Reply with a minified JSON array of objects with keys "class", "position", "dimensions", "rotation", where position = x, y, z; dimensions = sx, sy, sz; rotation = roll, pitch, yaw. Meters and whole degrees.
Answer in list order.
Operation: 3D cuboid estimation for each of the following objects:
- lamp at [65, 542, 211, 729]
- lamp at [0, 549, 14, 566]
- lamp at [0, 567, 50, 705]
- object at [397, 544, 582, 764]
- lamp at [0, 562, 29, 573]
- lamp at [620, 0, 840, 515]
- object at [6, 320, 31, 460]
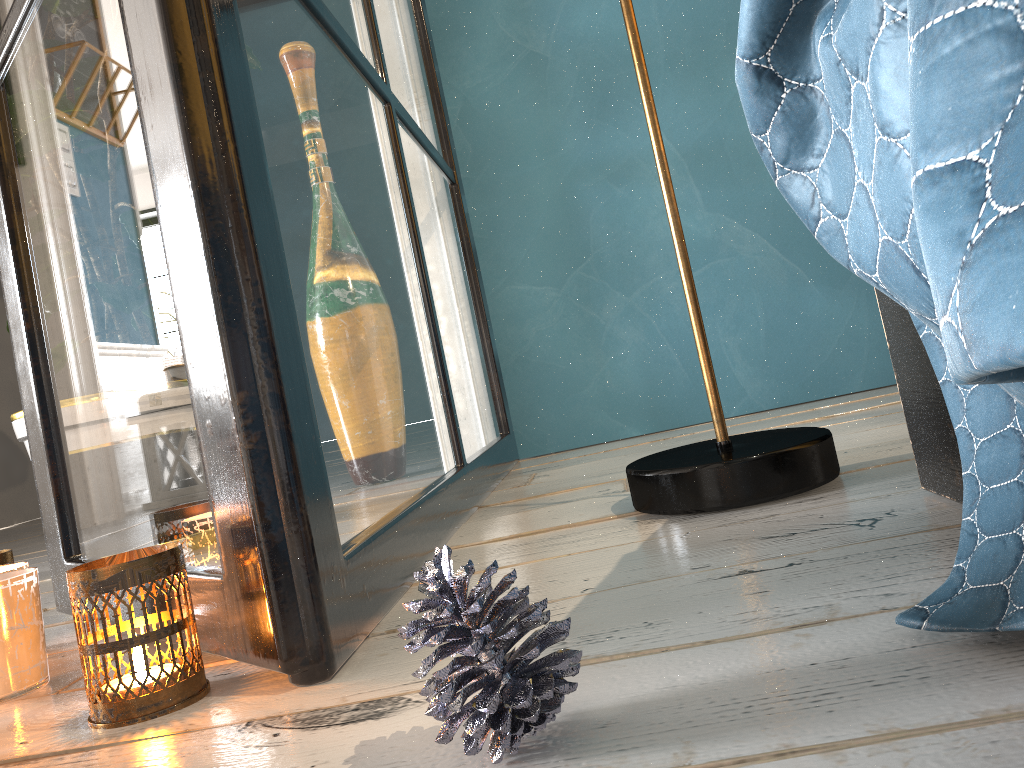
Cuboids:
[{"class":"lamp","position":[-0.266,0.176,0.629],"dimensions":[0.080,0.107,0.080],"rotation":[-12,-2,5]},{"class":"lamp","position":[-0.544,0.233,0.898],"dimensions":[0.084,0.111,0.084],"rotation":[-11,-3,-19]},{"class":"lamp","position":[-0.439,0.216,0.751],"dimensions":[0.081,0.099,0.080],"rotation":[-10,-3,-44]},{"class":"object","position":[-0.322,0.190,0.435],"dimensions":[0.718,0.118,0.191],"rotation":[-12,-1,-6]},{"class":"lamp","position":[-0.489,0.226,0.826],"dimensions":[0.081,0.099,0.080],"rotation":[-10,-3,-44]},{"class":"lamp","position":[0.166,-0.642,1.004],"dimensions":[0.400,1.531,0.233],"rotation":[-14,-4,35]},{"class":"object","position":[-0.869,-0.560,0.069],"dimensions":[1.010,1.800,3.891],"rotation":[-12,-1,5]}]
